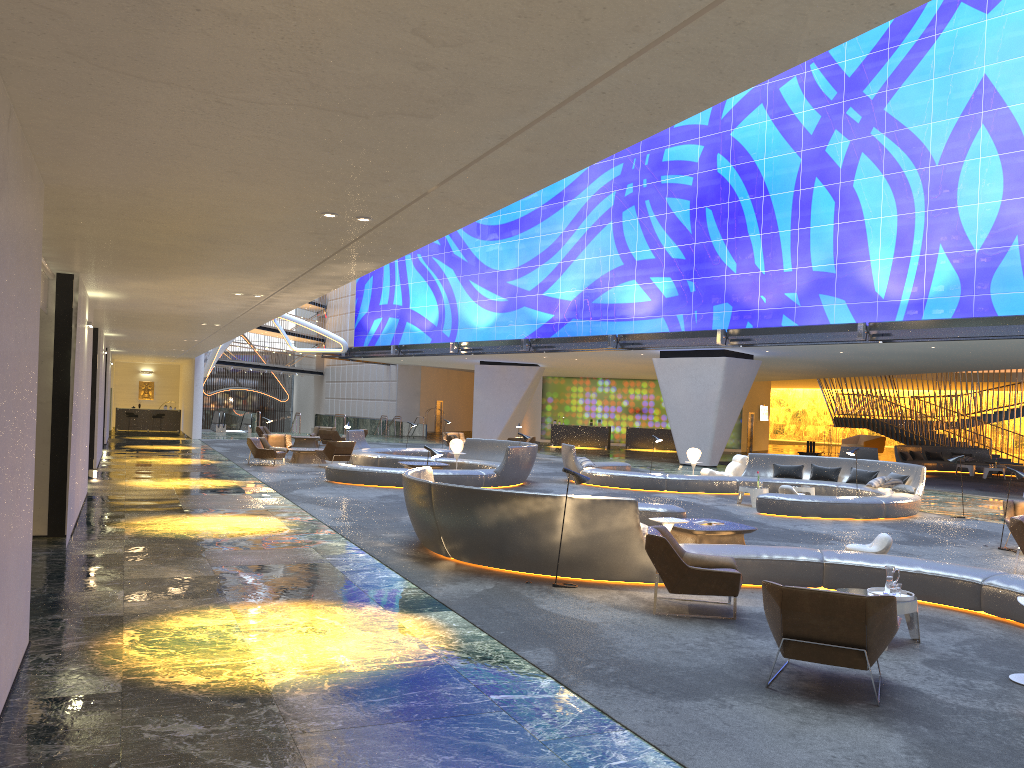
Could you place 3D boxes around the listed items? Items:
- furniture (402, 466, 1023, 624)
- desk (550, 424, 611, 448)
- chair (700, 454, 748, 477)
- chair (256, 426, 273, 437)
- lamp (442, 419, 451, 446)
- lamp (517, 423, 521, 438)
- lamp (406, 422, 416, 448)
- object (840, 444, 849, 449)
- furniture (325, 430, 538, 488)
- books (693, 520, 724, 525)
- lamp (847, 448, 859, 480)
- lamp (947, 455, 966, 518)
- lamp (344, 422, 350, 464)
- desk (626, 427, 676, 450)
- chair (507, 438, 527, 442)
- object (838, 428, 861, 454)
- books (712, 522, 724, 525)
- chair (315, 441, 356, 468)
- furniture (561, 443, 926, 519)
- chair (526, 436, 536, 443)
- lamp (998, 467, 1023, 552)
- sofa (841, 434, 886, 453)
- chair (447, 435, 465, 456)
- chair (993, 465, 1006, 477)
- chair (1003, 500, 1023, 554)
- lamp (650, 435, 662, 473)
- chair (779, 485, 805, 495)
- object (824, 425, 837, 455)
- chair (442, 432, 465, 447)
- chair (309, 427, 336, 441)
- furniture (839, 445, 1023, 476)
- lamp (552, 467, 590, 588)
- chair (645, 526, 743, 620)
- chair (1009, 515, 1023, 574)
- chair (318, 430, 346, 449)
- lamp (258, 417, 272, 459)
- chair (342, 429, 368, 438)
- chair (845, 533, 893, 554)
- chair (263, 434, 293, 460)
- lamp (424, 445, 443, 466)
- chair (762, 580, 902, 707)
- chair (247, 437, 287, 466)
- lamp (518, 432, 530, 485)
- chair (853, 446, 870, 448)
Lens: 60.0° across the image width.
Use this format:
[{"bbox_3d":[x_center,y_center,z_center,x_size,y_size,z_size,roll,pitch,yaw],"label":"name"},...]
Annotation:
[{"bbox_3d":[2.119,1.762,10.134,5.188,0.969,9.923,3,-2,-27],"label":"furniture"},{"bbox_3d":[3.531,2.661,45.503,2.976,1.098,0.814,2,0,15],"label":"desk"},{"bbox_3d":[5.644,2.305,23.458,1.157,0.882,0.729,2,0,-4],"label":"chair"},{"bbox_3d":[-9.333,2.037,34.149,0.938,0.767,0.929,2,-1,1],"label":"chair"},{"bbox_3d":[-2.649,2.069,35.690,0.384,1.301,0.202,2,1,-6],"label":"lamp"},{"bbox_3d":[0.245,2.134,33.718,0.202,1.301,0.384,2,0,-7],"label":"lamp"},{"bbox_3d":[-3.347,1.881,29.174,0.384,1.301,0.202,2,1,-6],"label":"lamp"},{"bbox_3d":[12.653,2.467,33.707,0.318,0.387,0.367,2,0,-16],"label":"object"},{"bbox_3d":[-2.210,1.951,24.643,5.186,0.969,9.927,2,-1,-7],"label":"furniture"},{"bbox_3d":[2.768,1.945,12.461,0.395,0.039,0.301,2,-1,-9],"label":"books"},{"bbox_3d":[7.783,2.098,20.206,0.384,1.301,0.202,2,1,-30],"label":"lamp"},{"bbox_3d":[9.131,2.102,18.206,0.384,1.301,0.202,2,1,20],"label":"lamp"},{"bbox_3d":[-4.727,1.734,25.427,0.202,1.301,0.384,2,0,-7],"label":"lamp"},{"bbox_3d":[7.407,2.818,45.682,2.976,1.098,0.814,2,0,13],"label":"desk"},{"bbox_3d":[0.011,2.386,33.376,0.930,0.767,0.938,3,-1,-40],"label":"chair"},{"bbox_3d":[18.282,3.014,47.966,1.205,1.665,0.476,2,0,-14],"label":"object"},{"bbox_3d":[2.869,1.955,12.462,0.133,0.012,0.189,3,-2,-34],"label":"books"},{"bbox_3d":[-4.962,1.986,25.084,0.930,0.767,0.938,3,-1,-40],"label":"chair"},{"bbox_3d":[5.180,2.167,21.665,5.188,0.969,9.922,3,-2,-31],"label":"furniture"},{"bbox_3d":[0.401,2.443,35.049,0.939,0.767,0.929,2,-1,-15],"label":"chair"},{"bbox_3d":[7.754,1.936,13.699,0.384,1.301,0.202,2,1,29],"label":"lamp"},{"bbox_3d":[17.726,3.163,44.811,1.062,1.180,3.417,2,-1,2],"label":"sofa"},{"bbox_3d":[-1.950,2.306,33.268,0.938,0.767,0.930,2,-1,10],"label":"chair"},{"bbox_3d":[17.786,3.195,32.455,0.491,0.501,0.586,2,-1,-7],"label":"chair"},{"bbox_3d":[8.064,2.215,13.577,0.929,0.767,0.939,2,-1,18],"label":"chair"},{"bbox_3d":[3.875,2.038,24.011,0.384,1.301,0.202,3,1,42],"label":"lamp"},{"bbox_3d":[6.218,2.416,19.304,0.585,0.501,1.786,2,-1,30],"label":"chair"},{"bbox_3d":[17.220,2.971,47.917,0.476,1.664,1.206,2,0,32],"label":"object"},{"bbox_3d":[-2.326,2.353,35.776,0.930,0.767,0.938,2,-1,-17],"label":"chair"},{"bbox_3d":[-7.780,2.156,36.507,0.929,0.767,0.939,2,-1,3],"label":"chair"},{"bbox_3d":[14.863,2.827,32.994,9.927,0.970,5.186,2,-1,-7],"label":"furniture"},{"bbox_3d":[0.646,1.556,9.630,0.384,1.301,0.202,2,1,-24],"label":"lamp"},{"bbox_3d":[1.784,1.849,8.767,0.938,0.767,0.930,2,-1,10],"label":"chair"},{"bbox_3d":[6.928,2.114,11.310,0.938,0.767,0.930,2,-1,45],"label":"chair"},{"bbox_3d":[-6.837,2.125,33.713,0.929,0.767,0.939,2,-1,28],"label":"chair"},{"bbox_3d":[-7.621,1.669,27.398,0.384,1.301,0.202,2,1,-6],"label":"lamp"},{"bbox_3d":[-6.318,2.192,35.607,0.939,0.767,0.929,3,-1,-22],"label":"chair"},{"bbox_3d":[4.589,2.156,11.371,0.586,0.501,0.491,2,0,11],"label":"chair"},{"bbox_3d":[-7.298,1.953,27.485,0.930,0.767,0.938,2,-1,-17],"label":"chair"},{"bbox_3d":[-1.227,1.571,13.229,0.384,1.301,0.202,2,1,26],"label":"lamp"},{"bbox_3d":[2.319,1.814,6.475,0.929,0.767,0.939,2,-1,26],"label":"chair"},{"bbox_3d":[-6.922,1.906,24.976,0.938,0.767,0.930,2,-1,10],"label":"chair"},{"bbox_3d":[0.244,1.839,21.749,0.384,1.301,0.202,2,1,-6],"label":"lamp"},{"bbox_3d":[13.433,2.876,34.155,0.728,0.882,1.158,2,-1,21],"label":"chair"}]
